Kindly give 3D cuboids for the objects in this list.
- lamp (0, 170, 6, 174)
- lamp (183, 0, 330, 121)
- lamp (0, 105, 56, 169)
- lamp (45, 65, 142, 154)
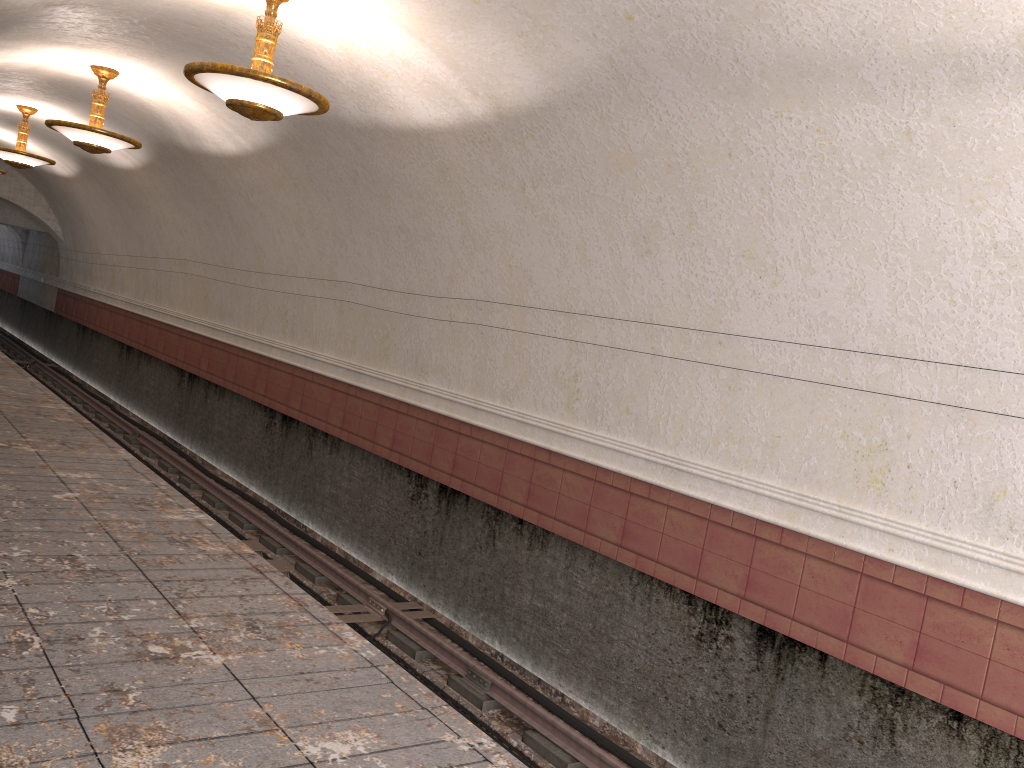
[{"bbox_3d":[-10.558,-4.566,17.572,1.008,0.955,1.008,11,3,7],"label":"lamp"},{"bbox_3d":[-1.754,-2.341,6.282,1.008,0.955,1.008,13,4,35],"label":"lamp"},{"bbox_3d":[-7.623,-3.824,13.808,1.008,0.955,1.008,9,3,-23],"label":"lamp"},{"bbox_3d":[-4.689,-3.083,10.046,1.008,0.955,1.008,9,3,-23],"label":"lamp"}]
